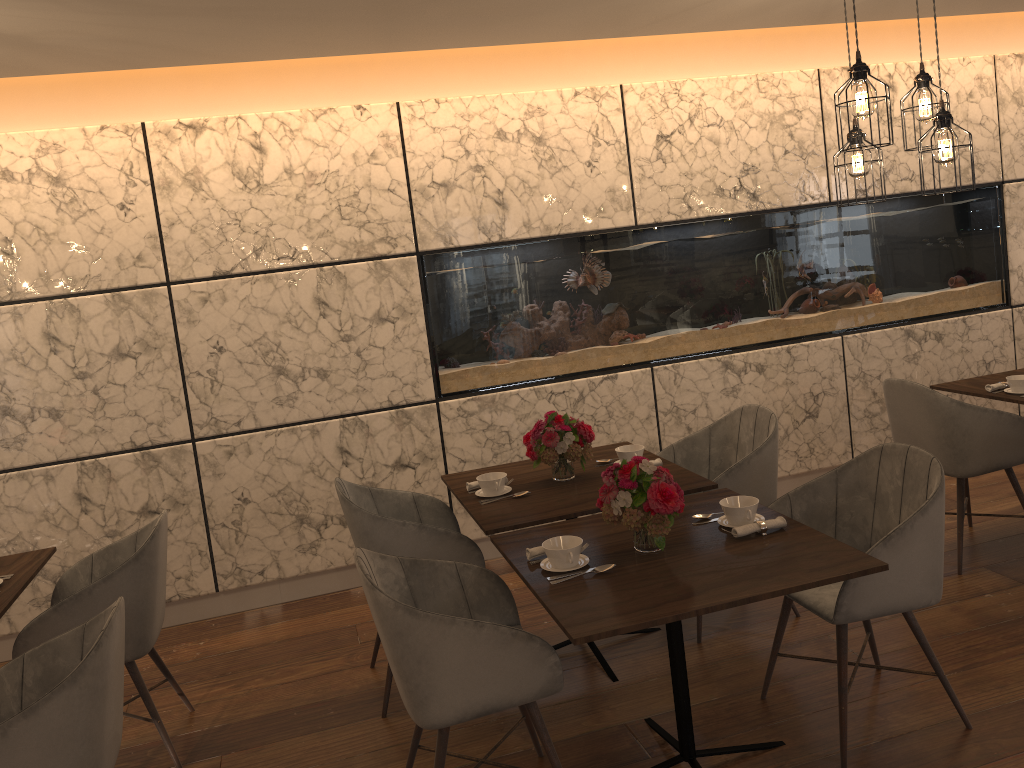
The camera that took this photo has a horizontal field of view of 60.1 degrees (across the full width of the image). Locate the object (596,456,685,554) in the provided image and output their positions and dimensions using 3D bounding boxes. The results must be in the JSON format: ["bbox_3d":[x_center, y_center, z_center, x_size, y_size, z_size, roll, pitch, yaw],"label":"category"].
[{"bbox_3d":[0.404,0.353,2.710,0.235,0.300,0.305,-12,8,-36],"label":"object"}]

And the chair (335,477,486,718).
[{"bbox_3d":[-0.384,0.766,3.544,0.527,0.868,0.567,-9,6,-14],"label":"chair"}]

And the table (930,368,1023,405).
[{"bbox_3d":[2.744,0.344,4.283,0.898,0.717,0.900,-9,8,-14],"label":"table"}]

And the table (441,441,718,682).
[{"bbox_3d":[0.269,0.745,3.659,0.898,0.717,0.900,-9,8,-14],"label":"table"}]

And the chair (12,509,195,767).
[{"bbox_3d":[-1.484,0.947,3.251,0.527,0.868,0.567,-9,6,-14],"label":"chair"}]

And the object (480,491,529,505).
[{"bbox_3d":[-0.028,0.441,3.443,0.197,0.015,0.043,-9,8,-10],"label":"object"}]

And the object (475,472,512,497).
[{"bbox_3d":[-0.077,0.404,3.537,0.149,0.072,0.148,-13,10,-36],"label":"object"}]

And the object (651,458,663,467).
[{"bbox_3d":[0.529,0.335,3.611,0.176,0.039,0.056,-9,8,-14],"label":"object"}]

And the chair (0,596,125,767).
[{"bbox_3d":[-1.242,1.057,2.325,0.527,0.868,0.567,-9,6,-14],"label":"chair"}]

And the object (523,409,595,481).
[{"bbox_3d":[0.191,0.239,3.637,0.305,0.300,0.235,-9,7,-12],"label":"object"}]

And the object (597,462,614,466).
[{"bbox_3d":[0.458,0.334,3.792,0.211,0.004,0.022,-9,9,-14],"label":"object"}]

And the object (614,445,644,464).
[{"bbox_3d":[0.498,0.305,3.720,0.149,0.072,0.148,-13,10,-36],"label":"object"}]

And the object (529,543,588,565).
[{"bbox_3d":[0.147,0.523,2.731,0.193,0.024,0.025,-9,7,-14],"label":"object"}]

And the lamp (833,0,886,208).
[{"bbox_3d":[1.260,-1.727,3.411,0.175,2.060,0.175,-8,5,-12],"label":"lamp"}]

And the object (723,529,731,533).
[{"bbox_3d":[0.744,0.445,2.755,0.193,0.024,0.025,-9,7,-14],"label":"object"}]

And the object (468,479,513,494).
[{"bbox_3d":[-0.085,0.417,3.619,0.193,0.024,0.025,-9,7,-14],"label":"object"}]

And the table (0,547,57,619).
[{"bbox_3d":[-2.109,1.130,3.059,0.898,0.717,0.900,-9,8,-14],"label":"table"}]

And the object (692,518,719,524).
[{"bbox_3d":[0.689,0.440,2.904,0.211,0.004,0.022,-9,9,-14],"label":"object"}]

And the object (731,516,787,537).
[{"bbox_3d":[0.761,0.441,2.724,0.176,0.039,0.056,-9,8,-14],"label":"object"}]

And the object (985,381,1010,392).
[{"bbox_3d":[2.367,0.008,4.272,0.176,0.039,0.056,-9,8,-14],"label":"object"}]

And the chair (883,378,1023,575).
[{"bbox_3d":[2.091,0.366,4.169,0.527,0.868,0.567,-9,6,-14],"label":"chair"}]

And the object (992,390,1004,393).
[{"bbox_3d":[2.386,0.017,4.242,0.193,0.024,0.025,-9,7,-14],"label":"object"}]

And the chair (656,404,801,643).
[{"bbox_3d":[0.894,0.562,3.851,0.527,0.868,0.567,-9,6,-14],"label":"chair"}]

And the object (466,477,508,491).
[{"bbox_3d":[-0.104,0.408,3.649,0.176,0.039,0.056,-9,8,-14],"label":"object"}]

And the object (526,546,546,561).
[{"bbox_3d":[0.128,0.513,2.761,0.176,0.039,0.056,-9,8,-14],"label":"object"}]

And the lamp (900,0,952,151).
[{"bbox_3d":[1.551,-1.969,3.473,0.175,2.060,0.175,-8,5,-12],"label":"lamp"}]

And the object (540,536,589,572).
[{"bbox_3d":[0.155,0.510,2.650,0.149,0.072,0.148,-13,10,-36],"label":"object"}]

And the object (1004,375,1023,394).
[{"bbox_3d":[2.394,0.004,4.161,0.148,0.072,0.149,-3,9,28],"label":"object"}]

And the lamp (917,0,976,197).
[{"bbox_3d":[1.463,-1.709,3.127,0.175,2.060,0.175,-8,5,-12],"label":"lamp"}]

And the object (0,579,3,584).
[{"bbox_3d":[-1.882,0.691,3.119,0.149,0.072,0.148,-13,10,-36],"label":"object"}]

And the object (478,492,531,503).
[{"bbox_3d":[-0.028,0.443,3.472,0.211,0.004,0.022,-9,9,-14],"label":"object"}]

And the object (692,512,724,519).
[{"bbox_3d":[0.687,0.429,2.939,0.198,0.015,0.043,-10,9,-18],"label":"object"}]

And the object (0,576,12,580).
[{"bbox_3d":[-1.922,0.720,3.191,0.211,0.004,0.022,-9,9,-14],"label":"object"}]

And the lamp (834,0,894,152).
[{"bbox_3d":[1.124,-1.849,3.030,0.175,2.060,0.175,-8,5,-12],"label":"lamp"}]

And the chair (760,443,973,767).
[{"bbox_3d":[1.136,0.672,2.925,0.527,0.868,0.567,-9,6,-14],"label":"chair"}]

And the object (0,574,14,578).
[{"bbox_3d":[-1.925,0.709,3.226,0.198,0.015,0.043,-10,9,-18],"label":"object"}]

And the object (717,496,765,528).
[{"bbox_3d":[0.730,0.411,2.832,0.149,0.072,0.148,-13,10,-36],"label":"object"}]

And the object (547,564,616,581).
[{"bbox_3d":[0.204,0.549,2.584,0.211,0.004,0.022,-9,9,-14],"label":"object"}]

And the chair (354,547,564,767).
[{"bbox_3d":[-0.142,0.877,2.618,0.527,0.868,0.567,-9,6,-14],"label":"chair"}]

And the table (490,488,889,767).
[{"bbox_3d":[0.511,0.855,2.732,0.898,0.717,0.900,-9,8,-14],"label":"table"}]

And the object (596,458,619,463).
[{"bbox_3d":[0.455,0.324,3.827,0.198,0.015,0.043,-10,9,-18],"label":"object"}]

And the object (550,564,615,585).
[{"bbox_3d":[0.206,0.548,2.548,0.198,0.015,0.043,-10,9,-18],"label":"object"}]
